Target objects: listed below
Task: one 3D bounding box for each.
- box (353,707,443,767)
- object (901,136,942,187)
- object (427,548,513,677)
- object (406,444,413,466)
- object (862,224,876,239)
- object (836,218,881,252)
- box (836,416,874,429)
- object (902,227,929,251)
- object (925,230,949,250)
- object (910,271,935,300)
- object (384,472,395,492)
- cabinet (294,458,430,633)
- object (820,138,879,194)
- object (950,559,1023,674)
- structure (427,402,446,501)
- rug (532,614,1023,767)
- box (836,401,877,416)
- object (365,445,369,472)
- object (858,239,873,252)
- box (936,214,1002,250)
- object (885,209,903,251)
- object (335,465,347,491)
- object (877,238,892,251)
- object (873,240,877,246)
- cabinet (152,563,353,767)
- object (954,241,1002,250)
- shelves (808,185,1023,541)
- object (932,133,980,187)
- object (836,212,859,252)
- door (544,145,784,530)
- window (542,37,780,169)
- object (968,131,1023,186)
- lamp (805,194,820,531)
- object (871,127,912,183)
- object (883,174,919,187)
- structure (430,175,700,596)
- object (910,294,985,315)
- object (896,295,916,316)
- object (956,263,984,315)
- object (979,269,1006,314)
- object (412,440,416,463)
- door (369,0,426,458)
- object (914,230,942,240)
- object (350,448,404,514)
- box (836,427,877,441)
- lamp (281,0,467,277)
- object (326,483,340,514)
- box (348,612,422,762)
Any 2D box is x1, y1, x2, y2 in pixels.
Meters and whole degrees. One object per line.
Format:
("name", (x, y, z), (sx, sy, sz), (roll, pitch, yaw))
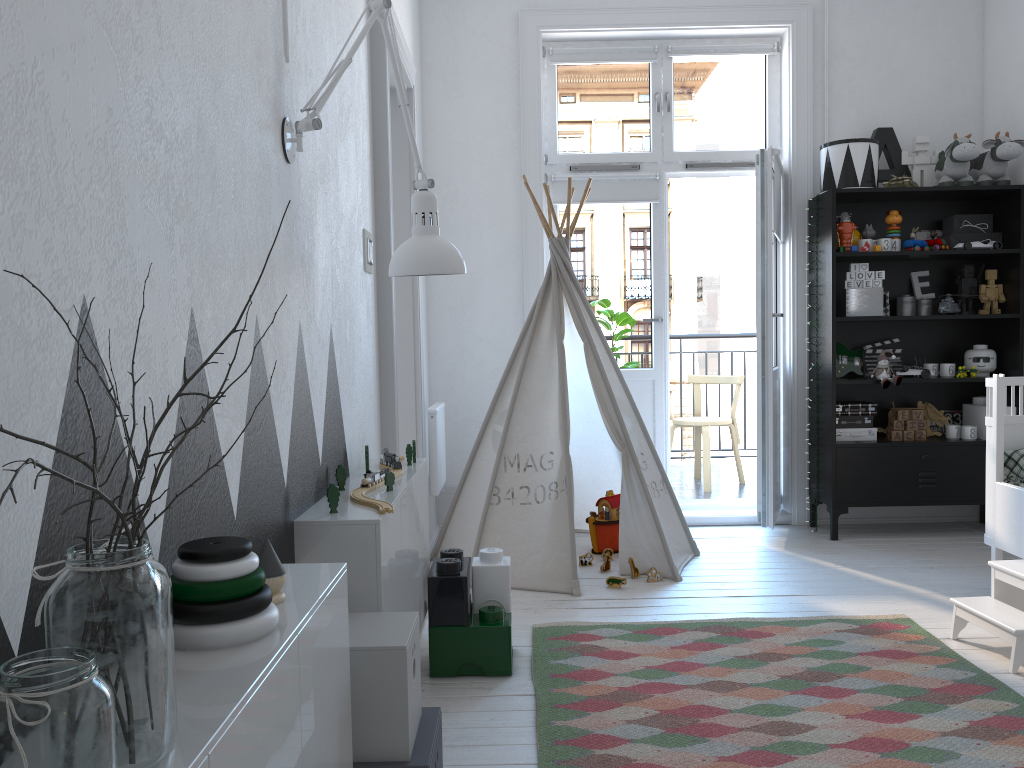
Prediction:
("box", (-0.267, 0.786, 1.665), (0.254, 0.259, 0.250), (-1, 3, 0))
("object", (2.047, -1.088, 4.441), (0.190, 0.291, 0.065), (-1, 3, 5))
("object", (-0.124, 0.686, 2.714), (0.246, 0.332, 0.246), (-1, 3, 0))
("object", (-0.301, 0.207, 2.602), (0.007, 0.063, 0.029), (0, 3, 27))
("object", (1.784, -0.718, 4.431), (0.063, 0.160, 0.063), (-2, 3, -21))
("object", (1.653, -0.730, 4.355), (0.197, 0.197, 0.318), (-1, 3, -3))
("box", (1.663, 0.184, 4.423), (0.215, 0.062, 0.179), (-1, 3, 0))
("object", (1.964, -0.698, 4.308), (0.121, 0.126, 0.087), (-2, 3, -22))
("object", (2.073, -0.703, 4.349), (0.087, 0.112, 0.122), (-3, 3, -29))
("object", (2.086, -0.501, 4.506), (0.107, 0.151, 0.055), (-1, 3, 0))
("object", (-0.297, 0.237, 2.152), (0.006, 0.046, 0.037), (0, 3, 27))
("cabinet", (-0.353, 0.481, 2.298), (0.183, 0.454, 0.970), (-1, 3, 0))
("object", (1.682, -1.064, 4.400), (0.272, 0.259, 0.394), (0, 3, 29))
("object", (1.568, 0.701, 2.713), (0.288, 0.246, 0.332), (-1, 3, -5))
("structure", (-0.360, 0.327, 4.314), (0.075, 0.460, 0.635), (-1, 3, -3))
("rug", (0.709, 0.863, 2.083), (1.320, 0.016, 2.028), (-1, 3, 0))
("box", (1.681, 0.122, 4.421), (0.215, 0.062, 0.179), (-1, 3, 0))
("object", (-0.397, 0.208, 2.432), (0.009, 0.081, 0.037), (-1, 3, -6))
("object", (1.708, -0.664, 4.287), (0.067, 0.067, 0.067), (-1, 3, 1))
("box", (2.273, -0.741, 4.397), (0.251, 0.189, 0.179), (-1, 3, 0))
("object", (1.853, -0.740, 4.306), (0.077, 0.213, 0.077), (1, 4, 34))
("object", (-0.418, 0.229, 2.170), (0.029, 0.063, 0.007), (-3, 4, -37))
("object", (1.795, -0.665, 4.272), (0.067, 0.067, 0.067), (-1, 3, 1))
("object", (1.762, -0.667, 4.331), (0.067, 0.067, 0.067), (-2, 3, -26))
("cabinet", (-0.358, 0.542, 0.975), (0.183, 0.454, 0.970), (-1, 3, 0))
("object", (2.238, -0.663, 4.262), (0.230, 0.048, 0.098), (-2, 3, -10))
("shelves", (1.980, -0.100, 4.387), (0.911, 1.678, 0.353), (-1, 3, 0))
("object", (2.132, -1.060, 4.277), (0.154, 0.253, 0.370), (-1, 3, 8))
("object", (1.619, -0.730, 4.284), (0.105, 0.203, 0.072), (-1, 3, 8))
("door", (0.805, -0.221, 4.495), (1.264, 1.839, 0.636), (-1, 3, 2))
("window", (0.790, -1.480, 4.675), (1.263, 0.660, 0.101), (-1, 3, 0))
("object", (2.284, -1.063, 4.281), (0.211, 0.253, 0.386), (-2, 3, -16))
("lamp", (1.955, -0.106, 4.450), (0.985, 1.685, 0.095), (-1, 3, -2))
("object", (1.873, -1.113, 4.471), (0.343, 0.344, 0.057), (-1, 3, 0))
("object", (1.877, -0.983, 4.295), (0.121, 0.100, 0.338), (1, 3, 35))
("structure", (0.223, -0.075, 3.973), (1.143, 1.750, 1.143), (-2, 3, -24))
("object", (2.138, -0.388, 4.353), (0.368, 0.106, 0.349), (-1, 3, 2))
("object", (1.987, -0.393, 4.469), (0.095, 0.111, 0.095), (-1, 3, 5))
("object", (2.271, -0.470, 4.399), (0.117, 0.259, 0.081), (-1, 3, 0))
("object", (2.347, -0.449, 4.337), (0.114, 0.221, 0.052), (-1, 3, 0))
("object", (-0.295, 0.202, 2.669), (0.009, 0.067, 0.054), (-2, 3, -9))
("door", (-0.588, -0.261, 3.664), (0.505, 2.178, 1.464), (-2, 3, -15))
("object", (2.222, -0.718, 4.504), (0.347, 0.132, 0.037), (-1, 3, 0))
("object", (-0.344, 0.230, 2.303), (0.111, 0.047, 0.902), (-1, 3, -5))
("box", (1.683, 0.245, 4.426), (0.215, 0.062, 0.179), (-1, 3, 0))
("lamp", (-0.347, -0.589, 2.075), (0.200, 0.656, 0.651), (1, 4, 34))
("object", (-0.378, 0.242, 1.877), (0.029, 0.063, 0.007), (-3, 4, -37))
("box", (-0.281, 0.555, 1.645), (0.202, 0.206, 0.199), (-1, 3, 0))
